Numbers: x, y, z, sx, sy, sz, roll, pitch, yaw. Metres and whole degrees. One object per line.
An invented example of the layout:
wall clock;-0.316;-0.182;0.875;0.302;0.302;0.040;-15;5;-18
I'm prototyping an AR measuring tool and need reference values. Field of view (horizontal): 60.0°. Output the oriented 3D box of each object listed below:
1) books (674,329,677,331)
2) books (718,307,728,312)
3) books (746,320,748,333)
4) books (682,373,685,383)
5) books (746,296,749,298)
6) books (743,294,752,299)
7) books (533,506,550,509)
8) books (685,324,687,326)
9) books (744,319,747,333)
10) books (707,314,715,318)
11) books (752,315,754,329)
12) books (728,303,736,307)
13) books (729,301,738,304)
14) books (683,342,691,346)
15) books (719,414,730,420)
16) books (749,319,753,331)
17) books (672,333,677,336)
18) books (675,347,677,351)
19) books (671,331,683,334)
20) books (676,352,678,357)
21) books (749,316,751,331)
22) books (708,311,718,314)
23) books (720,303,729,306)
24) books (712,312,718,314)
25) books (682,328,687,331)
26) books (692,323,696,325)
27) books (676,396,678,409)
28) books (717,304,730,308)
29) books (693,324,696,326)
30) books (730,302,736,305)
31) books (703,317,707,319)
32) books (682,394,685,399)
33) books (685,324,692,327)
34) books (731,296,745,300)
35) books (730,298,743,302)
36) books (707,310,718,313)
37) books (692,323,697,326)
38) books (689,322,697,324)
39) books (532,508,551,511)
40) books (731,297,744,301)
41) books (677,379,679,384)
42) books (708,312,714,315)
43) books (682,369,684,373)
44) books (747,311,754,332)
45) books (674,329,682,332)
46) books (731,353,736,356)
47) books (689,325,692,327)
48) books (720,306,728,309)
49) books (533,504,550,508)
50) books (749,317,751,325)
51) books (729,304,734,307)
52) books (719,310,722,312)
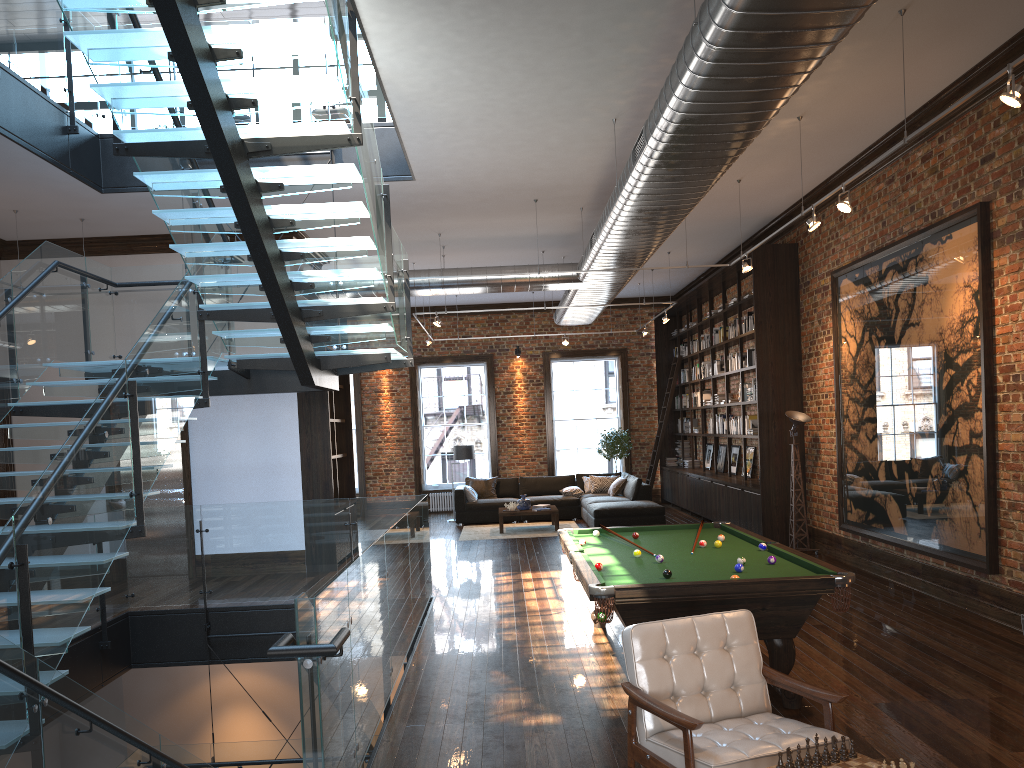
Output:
books;3.537;-1.142;18.743;0.189;0.008;0.344;-3;-3;4
books;3.591;-1.249;14.847;0.193;0.030;0.313;-2;-3;-6
books;3.630;-0.862;13.430;0.168;0.232;0.028;-3;2;-1
books;3.583;-0.121;18.145;0.191;0.230;0.034;-3;2;-1
books;3.596;-1.291;13.209;0.214;0.012;0.252;-3;-3;4
books;3.594;-1.307;13.208;0.219;0.019;0.329;-3;-3;2
books;0.510;2.139;15.353;0.206;0.024;0.261;-4;-3;34
books;3.568;-1.182;17.797;0.164;0.022;0.257;-3;-3;3
books;3.622;-0.866;13.459;0.184;0.242;0.030;-3;2;-1
books;3.578;-1.202;15.578;0.219;0.016;0.367;-3;-3;0
books;3.636;-0.888;13.090;0.165;0.258;0.099;-3;1;-1
books;3.592;-1.262;14.132;0.227;0.015;0.275;-2;-3;-3
books;3.595;-1.300;14.131;0.216;0.020;0.234;-2;-3;-4
books;3.566;-0.686;18.055;0.168;0.338;0.016;-3;2;-1
books;3.681;0.689;15.328;0.182;0.337;0.015;-3;2;-1
books;3.625;-0.861;13.166;0.190;0.202;0.027;-3;2;-1
books;3.531;-1.049;18.746;0.213;0.014;0.357;-2;-3;-5
books;3.560;-0.633;18.832;0.180;0.308;0.014;-3;2;-1
books;3.522;-1.091;18.744;0.230;0.015;0.312;-2;-3;-5
books;3.552;-0.580;18.655;0.182;0.187;0.032;-3;2;-1
books;3.627;-0.887;13.237;0.168;0.263;0.016;-3;2;-1
books;3.576;-1.255;15.576;0.199;0.017;0.303;-2;-3;-6
books;3.597;-1.325;14.845;0.192;0.009;0.305;-3;-3;0
books;3.592;-1.231;15.577;0.187;0.011;0.380;-3;-3;0
books;3.538;-1.096;17.799;0.229;0.034;0.273;-3;-3;3
books;3.548;-1.143;16.865;0.232;0.006;0.288;-2;-3;-5
books;3.595;0.396;18.859;0.188;0.273;0.013;-3;2;-1
books;3.586;-1.303;14.845;0.205;0.017;0.359;-2;-3;-4
books;3.563;-1.118;16.866;0.206;0.018;0.324;-2;-3;-4
books;3.598;-1.286;14.131;0.206;0.009;0.333;-3;-3;2
books;3.579;-1.193;15.973;0.191;0.013;0.315;-2;-3;-5
books;3.614;0.364;18.509;0.179;0.299;0.015;-3;2;-1
books;3.550;-1.155;17.406;0.216;0.018;0.376;-2;-3;-3
books;3.607;-1.368;14.128;0.188;0.017;0.275;-3;-3;1
books;3.611;-1.328;14.130;0.169;0.034;0.286;-2;-3;-6
books;3.572;-1.270;15.575;0.215;0.015;0.319;-2;-3;-4
books;3.566;-1.134;16.865;0.210;0.014;0.291;-3;-3;-2
books;3.561;-1.190;17.404;0.192;0.007;0.364;-3;-3;1
books;0.497;2.123;15.006;0.261;0.024;0.206;-1;-3;-23
books;3.608;-1.352;14.129;0.168;0.015;0.369;-3;-3;4
books;3.580;-0.121;18.828;0.176;0.296;0.041;-3;2;-1
books;3.587;-1.242;15.577;0.204;0.011;0.308;-3;-3;-1
books;3.587;-0.156;18.204;0.189;0.304;0.014;-3;2;-1
books;3.621;-0.920;13.286;0.180;0.333;0.016;-3;2;-1
books;3.546;-1.129;18.743;0.190;0.017;0.300;-2;-3;-3
books;3.640;-0.347;14.381;0.152;0.308;0.016;-3;2;-1
books;3.554;-1.134;17.406;0.205;0.024;0.248;-3;-3;3
books;3.603;-1.275;14.847;0.171;0.021;0.307;-2;-3;-5
books;0.511;2.112;15.345;0.206;0.028;0.261;-4;-3;32
books;3.629;-0.875;13.217;0.172;0.237;0.025;-3;2;-1
books;3.600;-1.250;14.133;0.217;0.010;0.342;-3;-3;-2
books;3.589;-1.227;14.848;0.213;0.014;0.281;-3;-3;1
